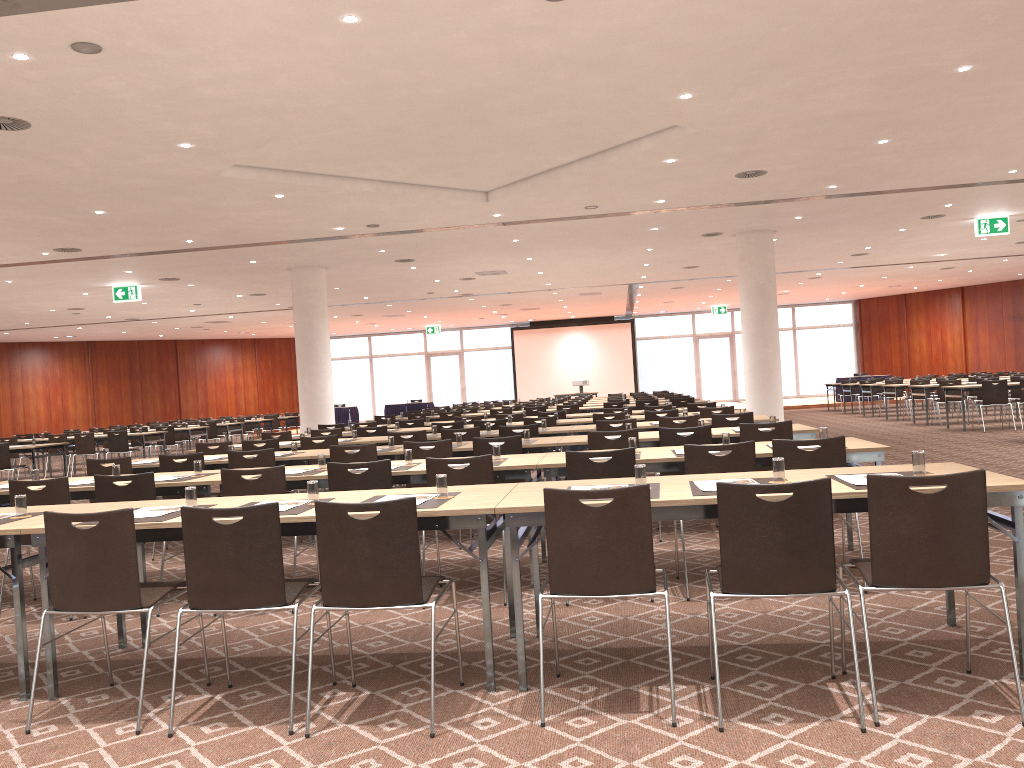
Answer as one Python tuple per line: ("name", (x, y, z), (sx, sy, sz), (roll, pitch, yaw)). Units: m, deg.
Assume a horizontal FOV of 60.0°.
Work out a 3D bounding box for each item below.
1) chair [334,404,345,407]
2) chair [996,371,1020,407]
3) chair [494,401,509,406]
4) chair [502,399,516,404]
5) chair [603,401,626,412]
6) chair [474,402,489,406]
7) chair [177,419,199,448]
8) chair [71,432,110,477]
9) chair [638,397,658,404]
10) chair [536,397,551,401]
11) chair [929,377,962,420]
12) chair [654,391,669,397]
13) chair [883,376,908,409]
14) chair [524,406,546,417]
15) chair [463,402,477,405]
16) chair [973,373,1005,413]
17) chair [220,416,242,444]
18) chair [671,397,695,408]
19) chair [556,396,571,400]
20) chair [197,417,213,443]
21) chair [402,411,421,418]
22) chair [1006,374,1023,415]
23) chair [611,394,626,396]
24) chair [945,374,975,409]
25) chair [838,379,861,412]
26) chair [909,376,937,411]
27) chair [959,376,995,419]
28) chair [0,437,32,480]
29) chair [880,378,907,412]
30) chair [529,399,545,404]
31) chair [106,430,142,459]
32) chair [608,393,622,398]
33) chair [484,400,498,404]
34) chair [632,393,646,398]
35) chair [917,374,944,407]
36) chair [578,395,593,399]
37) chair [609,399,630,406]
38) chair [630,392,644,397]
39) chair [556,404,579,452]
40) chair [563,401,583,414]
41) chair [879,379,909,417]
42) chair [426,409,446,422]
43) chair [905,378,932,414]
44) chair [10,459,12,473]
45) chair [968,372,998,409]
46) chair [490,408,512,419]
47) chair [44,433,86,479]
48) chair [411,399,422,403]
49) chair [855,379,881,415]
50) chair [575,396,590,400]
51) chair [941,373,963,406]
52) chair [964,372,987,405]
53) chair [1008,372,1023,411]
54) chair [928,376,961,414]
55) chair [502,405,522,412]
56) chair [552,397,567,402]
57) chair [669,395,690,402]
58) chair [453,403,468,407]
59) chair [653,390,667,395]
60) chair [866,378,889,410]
("chair", (-6.383, 1.219, 32.702), (0.536, 0.939, 0.613), (-3, 0, 9))
("chair", (13.252, 0.133, 23.897), (0.536, 0.939, 0.613), (-3, 0, 9))
("chair", (-0.242, 0.959, 25.483), (0.536, 0.939, 0.613), (-3, 0, 10))
("chair", (-0.043, 0.951, 27.439), (0.535, 0.939, 0.613), (-3, 0, 5))
("chair", (2.007, 0.808, 17.151), (0.535, 0.939, 0.613), (-3, 0, 5))
("chair", (-0.822, 0.995, 25.519), (0.535, 0.939, 0.613), (-3, 0, 6))
("chair", (-10.510, 1.592, 28.669), (0.535, 0.939, 0.613), (-3, 0, 5))
("chair", (-8.746, 1.466, 18.381), (0.535, 0.939, 0.613), (-3, 0, 6))
("chair", (2.940, 0.754, 19.051), (0.535, 0.939, 0.613), (-3, 0, 6))
("chair", (1.014, 0.886, 27.345), (0.536, 0.939, 0.613), (-3, 0, 8))
("chair", (9.875, 0.332, 20.220), (0.535, 0.939, 0.613), (-3, 0, 4))
("chair", (4.223, 0.686, 24.939), (0.536, 0.939, 0.613), (-3, 0, 7))
("chair", (11.297, 0.256, 26.150), (0.536, 0.939, 0.613), (-3, 0, 9))
("chair", (0.491, 0.901, 17.378), (0.536, 0.939, 0.613), (-3, 0, 6))
("chair", (-1.252, 1.025, 27.621), (0.536, 0.939, 0.613), (-3, 0, 9))
("chair", (11.846, 0.215, 22.054), (0.536, 0.939, 0.613), (-3, 0, 8))
("chair", (-9.125, 1.507, 28.641), (0.536, 0.939, 0.613), (-3, 0, 5))
("chair", (3.305, 0.728, 17.035), (0.536, 0.939, 0.613), (-3, 0, 10))
("chair", (1.620, 0.849, 27.236), (0.535, 0.939, 0.613), (-3, 0, 6))
("chair", (-9.842, 1.551, 28.669), (0.535, 0.939, 0.613), (-3, 0, 6))
("chair", (-2.166, 1.067, 19.674), (0.536, 0.939, 0.613), (-3, 0, 8))
("chair", (11.538, 0.230, 20.017), (0.536, 0.939, 0.613), (-3, 0, 9))
("chair", (3.050, 0.758, 25.124), (0.536, 0.939, 0.613), (-3, 0, 9))
("chair", (12.076, 0.205, 23.981), (0.536, 0.939, 0.613), (-3, 0, 5))
("chair", (9.938, 0.339, 26.174), (0.536, 0.939, 0.613), (-3, 0, 9))
("chair", (11.106, 0.264, 24.017), (0.535, 0.939, 0.613), (-3, 0, 5))
("chair", (10.501, 0.294, 20.062), (0.535, 0.939, 0.613), (-3, 0, 5))
("chair", (-10.420, 1.569, 18.585), (0.536, 0.939, 0.613), (-3, 0, 9))
("chair", (10.405, 0.307, 24.244), (0.536, 0.939, 0.613), (-3, 0, 8))
("chair", (0.762, 0.898, 25.403), (0.536, 0.939, 0.613), (-3, 0, 9))
("chair", (-8.063, 1.425, 18.379), (0.535, 0.939, 0.613), (-3, 0, 5))
("chair", (3.171, 0.754, 27.047), (0.535, 0.939, 0.613), (-3, 0, 6))
("chair", (-0.608, 0.985, 27.585), (0.536, 0.939, 0.613), (-3, 0, 8))
("chair", (3.634, 0.722, 24.976), (0.536, 0.939, 0.613), (-3, 0, 8))
("chair", (12.189, 0.201, 25.900), (0.535, 0.939, 0.613), (-3, 0, 4))
("chair", (2.297, 0.807, 27.231), (0.536, 0.939, 0.613), (-3, 0, 9))
("chair", (2.334, 0.791, 19.090), (0.535, 0.939, 0.613), (-3, 0, 6))
("chair", (3.827, 0.714, 27.044), (0.535, 0.939, 0.613), (-3, 0, 6))
("chair", (1.120, 0.862, 17.224), (0.536, 0.939, 0.613), (-3, 0, 8))
("chair", (1.355, 0.851, 19.287), (0.535, 0.939, 0.613), (-3, 0, 5))
("chair", (9.590, 0.353, 22.329), (0.535, 0.939, 0.613), (-3, 0, 6))
("chair", (-1.610, 1.033, 19.571), (0.536, 0.939, 0.613), (-3, 0, 9))
("chair", (10.160, 0.318, 22.118), (0.536, 0.939, 0.613), (-3, 0, 8))
("chair", (-11.020, 1.606, 18.740), (0.535, 0.939, 0.613), (-3, 0, 8))
("chair", (12.633, 0.170, 23.831), (0.535, 0.939, 0.613), (-3, 0, 7))
("chair", (-0.169, 0.941, 17.416), (0.536, 0.939, 0.613), (-3, 0, 8))
("chair", (-9.396, 1.506, 18.601), (0.536, 0.939, 0.613), (-3, 0, 10))
("chair", (-3.510, 1.043, 32.351), (0.536, 0.939, 0.613), (-3, 0, 10))
("chair", (9.721, 0.349, 24.268), (0.536, 0.939, 0.613), (-3, 0, 9))
("chair", (2.039, 0.820, 25.170), (0.536, 0.939, 0.613), (-3, 0, 9))
("chair", (12.911, 0.157, 25.893), (0.535, 0.939, 0.613), (-3, 0, 4))
("chair", (13.503, 0.120, 25.739), (0.535, 0.939, 0.613), (-3, 0, 7))
("chair", (12.490, 0.176, 21.916), (0.535, 0.939, 0.613), (-3, 0, 5))
("chair", (10.760, 0.282, 22.127), (0.535, 0.939, 0.613), (-3, 0, 4))
("chair", (0.036, 0.932, 19.371), (0.536, 0.939, 0.613), (-3, 0, 7))
("chair", (1.399, 0.859, 25.283), (0.536, 0.939, 0.613), (-3, 0, 10))
("chair", (3.598, 0.713, 18.936), (0.536, 0.939, 0.613), (-3, 0, 9))
("chair", (-1.454, 1.034, 25.674), (0.535, 0.939, 0.613), (-3, 0, 5))
("chair", (4.512, 0.671, 26.883), (0.536, 0.939, 0.613), (-3, 0, 9))
("chair", (10.709, 0.292, 26.162), (0.535, 0.939, 0.613), (-3, 0, 5))
